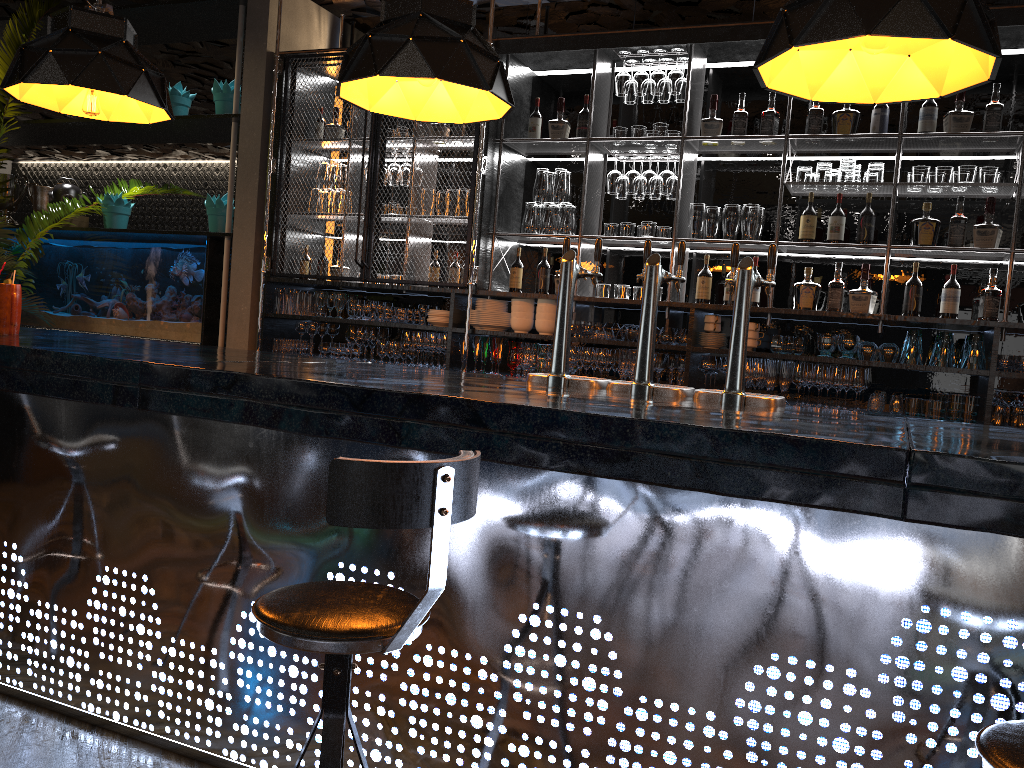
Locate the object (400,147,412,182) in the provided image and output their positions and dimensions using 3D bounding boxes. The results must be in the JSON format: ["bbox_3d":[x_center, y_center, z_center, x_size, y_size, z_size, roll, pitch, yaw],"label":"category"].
[{"bbox_3d":[-0.689,-1.433,5.804,0.081,0.213,0.081,6,4,29],"label":"object"}]

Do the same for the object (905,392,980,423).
[{"bbox_3d":[2.207,0.114,4.568,0.356,0.134,0.206,7,4,31],"label":"object"}]

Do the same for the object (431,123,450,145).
[{"bbox_3d":[-0.466,-1.695,5.790,0.108,0.244,0.108,5,3,12],"label":"object"}]

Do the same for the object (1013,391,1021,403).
[{"bbox_3d":[2.586,0.127,4.544,0.089,0.174,0.089,4,3,-16],"label":"object"}]

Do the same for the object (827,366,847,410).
[{"bbox_3d":[1.719,0.021,4.681,0.091,0.229,0.091,2,4,-39],"label":"object"}]

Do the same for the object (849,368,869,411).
[{"bbox_3d":[1.905,0.026,4.851,0.091,0.229,0.091,6,3,21],"label":"object"}]

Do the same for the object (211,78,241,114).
[{"bbox_3d":[-2.036,-2.026,6.375,0.265,0.325,0.245,6,3,17],"label":"object"}]

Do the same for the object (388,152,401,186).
[{"bbox_3d":[-0.794,-1.453,6.006,0.081,0.213,0.081,6,4,29],"label":"object"}]

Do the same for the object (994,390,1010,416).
[{"bbox_3d":[2.441,0.121,4.433,0.089,0.174,0.089,4,3,-16],"label":"object"}]

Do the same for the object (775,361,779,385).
[{"bbox_3d":[1.467,-0.017,4.975,0.049,0.231,0.049,5,3,13],"label":"object"}]

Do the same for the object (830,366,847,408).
[{"bbox_3d":[1.812,0.017,4.888,0.091,0.229,0.091,4,3,-8],"label":"object"}]

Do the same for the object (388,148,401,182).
[{"bbox_3d":[-0.772,-1.442,5.840,0.081,0.213,0.081,6,4,29],"label":"object"}]

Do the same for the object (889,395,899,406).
[{"bbox_3d":[2.058,0.110,4.752,0.067,0.099,0.067,4,3,-5],"label":"object"}]

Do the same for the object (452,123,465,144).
[{"bbox_3d":[-0.341,-1.684,5.734,0.073,0.246,0.072,5,3,8],"label":"object"}]

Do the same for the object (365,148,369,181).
[{"bbox_3d":[-0.939,-1.460,5.912,0.081,0.213,0.081,6,4,29],"label":"object"}]

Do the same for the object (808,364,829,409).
[{"bbox_3d":[1.636,0.012,4.718,0.091,0.229,0.091,3,3,-19],"label":"object"}]

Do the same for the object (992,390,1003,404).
[{"bbox_3d":[2.469,0.118,4.524,0.089,0.174,0.089,4,3,-16],"label":"object"}]

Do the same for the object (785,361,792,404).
[{"bbox_3d":[1.515,-0.008,4.886,0.049,0.231,0.049,7,4,31],"label":"object"}]

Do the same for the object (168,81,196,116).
[{"bbox_3d":[-2.477,-2.072,6.569,0.244,0.325,0.255,2,4,-40],"label":"object"}]

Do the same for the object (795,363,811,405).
[{"bbox_3d":[1.639,-0.001,4.964,0.091,0.229,0.091,3,4,-31],"label":"object"}]

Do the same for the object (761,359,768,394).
[{"bbox_3d":[1.416,-0.025,5.008,0.058,0.234,0.058,5,3,0],"label":"object"}]

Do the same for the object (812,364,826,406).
[{"bbox_3d":[1.724,0.007,4.928,0.091,0.229,0.091,4,3,-15],"label":"object"}]

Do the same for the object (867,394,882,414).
[{"bbox_3d":[1.877,0.104,4.591,0.067,0.100,0.067,6,3,16],"label":"object"}]

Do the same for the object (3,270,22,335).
[{"bbox_3d":[-1.978,-0.323,3.487,0.080,0.254,0.091,6,4,25],"label":"object"}]

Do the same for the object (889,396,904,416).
[{"bbox_3d":[1.972,0.115,4.547,0.067,0.099,0.067,4,3,-5],"label":"object"}]

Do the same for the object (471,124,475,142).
[{"bbox_3d":[-0.208,-1.670,5.677,0.073,0.246,0.072,7,4,38],"label":"object"}]

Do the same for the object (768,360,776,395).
[{"bbox_3d":[1.415,-0.015,4.859,0.049,0.231,0.049,7,4,32],"label":"object"}]

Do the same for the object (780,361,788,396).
[{"bbox_3d":[1.457,-0.007,4.769,0.049,0.231,0.049,6,3,19],"label":"object"}]

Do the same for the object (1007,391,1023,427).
[{"bbox_3d":[2.534,0.127,4.460,0.089,0.174,0.089,4,3,-16],"label":"object"}]

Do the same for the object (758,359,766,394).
[{"bbox_3d":[1.378,-0.023,4.927,0.058,0.234,0.058,2,4,-33],"label":"object"}]

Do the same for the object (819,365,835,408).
[{"bbox_3d":[1.714,0.013,4.808,0.091,0.229,0.091,2,4,-35],"label":"object"}]

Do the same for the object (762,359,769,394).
[{"bbox_3d":[1.444,-0.027,5.083,0.058,0.234,0.058,3,3,-23],"label":"object"}]

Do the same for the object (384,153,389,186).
[{"bbox_3d":[-0.881,-1.462,6.044,0.081,0.213,0.081,6,4,29],"label":"object"}]

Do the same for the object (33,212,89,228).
[{"bbox_3d":[-3.639,-1.300,7.160,0.320,0.135,0.250,6,4,23],"label":"object"}]

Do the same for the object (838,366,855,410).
[{"bbox_3d":[1.800,0.023,4.768,0.091,0.229,0.091,6,3,17],"label":"object"}]

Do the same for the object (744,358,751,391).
[{"bbox_3d":[1.275,-0.028,4.858,0.058,0.234,0.058,3,4,-24],"label":"object"}]

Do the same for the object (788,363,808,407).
[{"bbox_3d":[1.540,0.002,4.755,0.091,0.229,0.091,5,3,10],"label":"object"}]

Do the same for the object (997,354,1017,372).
[{"bbox_3d":[2.426,-0.100,4.352,0.084,0.082,0.084,6,3,16],"label":"object"}]

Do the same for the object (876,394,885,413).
[{"bbox_3d":[1.935,0.103,4.688,0.067,0.100,0.067,6,3,16],"label":"object"}]

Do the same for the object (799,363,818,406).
[{"bbox_3d":[1.626,0.004,4.846,0.091,0.229,0.091,8,4,44],"label":"object"}]

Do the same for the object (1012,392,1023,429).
[{"bbox_3d":[2.515,0.131,4.362,0.089,0.174,0.089,4,3,-16],"label":"object"}]

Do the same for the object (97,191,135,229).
[{"bbox_3d":[-3.053,-1.324,6.831,0.265,0.325,0.245,4,3,-13],"label":"object"}]

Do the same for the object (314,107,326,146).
[{"bbox_3d":[-1.340,-1.804,6.196,0.075,0.260,0.075,4,3,-18],"label":"object"}]

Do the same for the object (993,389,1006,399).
[{"bbox_3d":[2.511,0.117,4.609,0.089,0.174,0.089,4,3,-16],"label":"object"}]

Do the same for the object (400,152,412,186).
[{"bbox_3d":[-0.715,-1.445,5.972,0.081,0.213,0.081,6,4,29],"label":"object"}]

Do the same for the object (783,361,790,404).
[{"bbox_3d":[1.484,-0.008,4.828,0.049,0.231,0.049,6,4,27],"label":"object"}]

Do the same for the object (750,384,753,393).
[{"bbox_3d":[1.374,-0.032,5.079,0.058,0.234,0.058,6,4,26],"label":"object"}]

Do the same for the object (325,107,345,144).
[{"bbox_3d":[-1.213,-1.778,6.099,0.108,0.244,0.108,5,3,12],"label":"object"}]

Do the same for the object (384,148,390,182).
[{"bbox_3d":[-0.851,-1.450,5.874,0.081,0.213,0.081,6,4,29],"label":"object"}]

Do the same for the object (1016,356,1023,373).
[{"bbox_3d":[2.499,-0.093,4.318,0.084,0.082,0.084,6,4,24],"label":"object"}]

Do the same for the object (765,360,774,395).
[{"bbox_3d":[1.388,-0.014,4.799,0.049,0.231,0.049,7,4,35],"label":"object"}]

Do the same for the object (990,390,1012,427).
[{"bbox_3d":[2.393,0.122,4.350,0.089,0.174,0.089,4,3,-16],"label":"object"}]

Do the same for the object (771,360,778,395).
[{"bbox_3d":[1.446,-0.016,4.913,0.049,0.231,0.049,3,4,-30],"label":"object"}]

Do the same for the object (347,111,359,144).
[{"bbox_3d":[-1.083,-1.775,6.058,0.075,0.261,0.075,4,3,-18],"label":"object"}]

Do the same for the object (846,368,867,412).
[{"bbox_3d":[1.807,0.030,4.641,0.091,0.229,0.091,4,3,-4],"label":"object"}]

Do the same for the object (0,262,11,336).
[{"bbox_3d":[-1.944,-0.324,3.348,0.091,0.277,0.080,2,4,-34],"label":"object"}]

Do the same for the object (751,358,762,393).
[{"bbox_3d":[1.331,-0.022,4.843,0.058,0.234,0.058,6,4,27],"label":"object"}]
